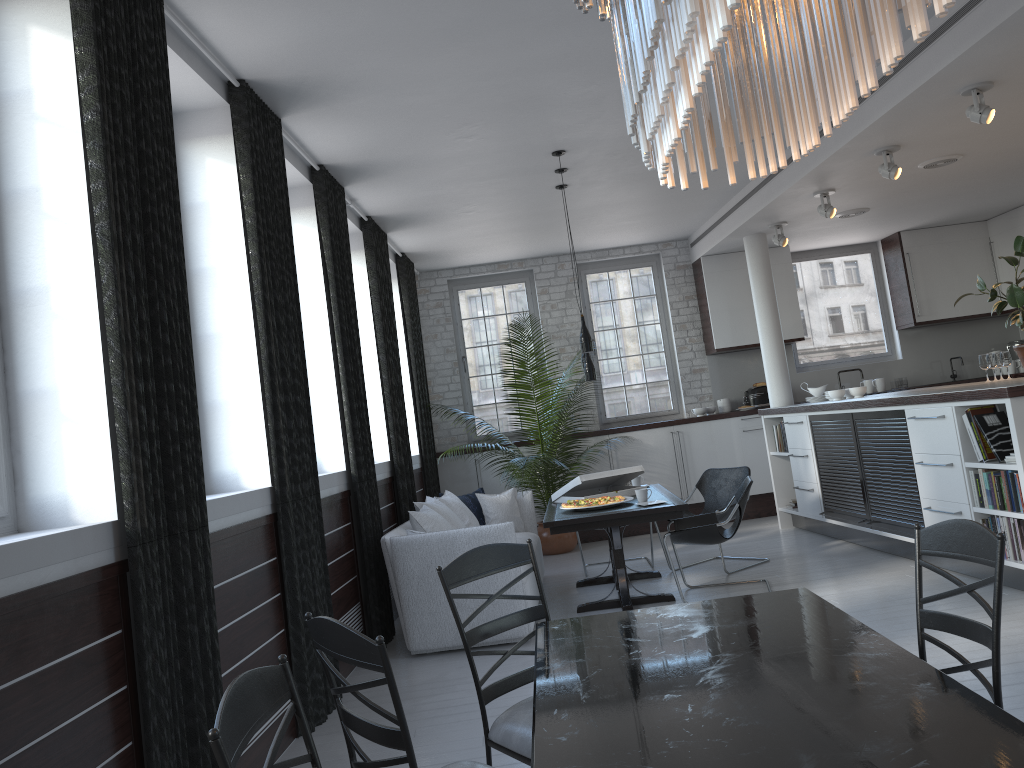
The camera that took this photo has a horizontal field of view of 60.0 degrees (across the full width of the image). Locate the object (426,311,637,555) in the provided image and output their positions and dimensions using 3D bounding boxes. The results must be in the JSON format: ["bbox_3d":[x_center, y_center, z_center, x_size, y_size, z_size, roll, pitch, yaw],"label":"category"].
[{"bbox_3d":[0.096,0.527,9.338,2.403,2.631,1.914,-3,-6,-45],"label":"object"}]

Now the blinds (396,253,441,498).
[{"bbox_3d":[-0.932,0.294,9.369,0.102,3.325,0.621,-8,-5,3],"label":"blinds"}]

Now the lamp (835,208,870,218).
[{"bbox_3d":[3.365,-1.686,8.767,0.329,0.025,0.327,-6,-3,-28],"label":"lamp"}]

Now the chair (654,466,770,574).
[{"bbox_3d":[1.632,1.113,7.276,0.665,0.780,0.668,-4,-5,-38],"label":"chair"}]

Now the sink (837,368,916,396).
[{"bbox_3d":[3.523,0.092,8.712,0.648,0.521,0.544,-8,-4,-3],"label":"sink"}]

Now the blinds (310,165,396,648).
[{"bbox_3d":[-1.092,0.152,6.230,0.099,3.325,0.621,-8,-5,3],"label":"blinds"}]

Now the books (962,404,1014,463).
[{"bbox_3d":[2.856,0.290,5.243,0.186,0.329,0.322,-7,-4,-3],"label":"books"}]

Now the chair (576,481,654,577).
[{"bbox_3d":[0.884,1.246,7.875,0.671,0.780,0.663,-8,-4,2],"label":"chair"}]

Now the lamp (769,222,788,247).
[{"bbox_3d":[2.670,-1.476,8.831,0.183,0.239,0.182,-8,-4,0],"label":"lamp"}]

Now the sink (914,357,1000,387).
[{"bbox_3d":[5.138,-0.103,10.263,0.916,0.415,0.432,-8,-4,-3],"label":"sink"}]

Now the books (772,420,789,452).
[{"bbox_3d":[2.738,0.486,8.623,0.253,0.324,0.508,-7,-4,-3],"label":"books"}]

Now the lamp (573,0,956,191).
[{"bbox_3d":[0.212,-1.154,1.082,0.440,1.631,1.269,-8,-4,2],"label":"lamp"}]

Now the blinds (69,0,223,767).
[{"bbox_3d":[-1.271,0.017,3.190,0.088,3.325,0.621,-8,-5,3],"label":"blinds"}]

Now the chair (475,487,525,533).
[{"bbox_3d":[-0.087,1.147,7.821,0.458,0.440,0.218,-5,-5,-34],"label":"chair"}]

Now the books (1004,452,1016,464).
[{"bbox_3d":[2.932,0.403,4.974,0.272,0.054,0.203,-7,-3,-8],"label":"books"}]

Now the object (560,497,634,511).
[{"bbox_3d":[0.606,0.865,6.321,0.532,0.042,0.530,-7,-3,-6],"label":"object"}]

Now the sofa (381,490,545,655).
[{"bbox_3d":[-0.282,1.348,6.773,0.920,0.773,2.650,-8,-3,4],"label":"sofa"}]

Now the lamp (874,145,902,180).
[{"bbox_3d":[2.779,-1.611,6.517,0.183,0.239,0.182,-8,-4,0],"label":"lamp"}]

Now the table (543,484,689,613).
[{"bbox_3d":[0.787,1.236,6.746,0.958,0.705,1.913,-8,-3,3],"label":"table"}]

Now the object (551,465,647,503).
[{"bbox_3d":[0.688,0.802,7.096,0.592,0.216,0.585,-6,-4,-24],"label":"object"}]

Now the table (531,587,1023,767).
[{"bbox_3d":[0.531,1.020,1.876,0.891,0.699,1.991,-8,-3,2],"label":"table"}]

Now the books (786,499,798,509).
[{"bbox_3d":[2.846,1.029,8.592,0.293,0.325,0.471,-7,-4,-6],"label":"books"}]

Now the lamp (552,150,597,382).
[{"bbox_3d":[0.487,-0.940,6.950,0.114,1.859,1.052,-8,-5,4],"label":"lamp"}]

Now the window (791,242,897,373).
[{"bbox_3d":[3.905,-0.928,10.713,1.299,1.463,0.132,-7,-5,-3],"label":"window"}]

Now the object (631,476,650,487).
[{"bbox_3d":[1.055,0.833,7.512,0.204,0.099,0.175,-8,-4,2],"label":"object"}]

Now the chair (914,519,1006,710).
[{"bbox_3d":[0.968,0.850,2.159,0.503,0.968,0.494,-7,-5,-3],"label":"chair"}]

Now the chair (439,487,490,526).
[{"bbox_3d":[-0.415,1.162,7.741,0.332,0.500,0.624,-11,-5,37],"label":"chair"}]

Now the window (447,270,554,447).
[{"bbox_3d":[-0.129,-0.312,10.463,1.034,1.998,0.132,-7,-5,-3],"label":"window"}]

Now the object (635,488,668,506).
[{"bbox_3d":[0.935,0.777,6.099,0.176,0.097,0.300,-7,-3,-13],"label":"object"}]

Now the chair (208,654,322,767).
[{"bbox_3d":[-0.189,0.977,1.586,0.503,0.968,0.495,-8,-5,1],"label":"chair"}]

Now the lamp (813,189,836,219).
[{"bbox_3d":[2.724,-1.544,7.674,0.183,0.239,0.182,-8,-4,0],"label":"lamp"}]

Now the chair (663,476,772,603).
[{"bbox_3d":[1.423,1.088,6.253,0.664,0.780,0.669,-9,-4,12],"label":"chair"}]

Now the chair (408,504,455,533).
[{"bbox_3d":[-0.523,1.083,6.342,0.360,0.438,0.528,-8,-4,5],"label":"chair"}]

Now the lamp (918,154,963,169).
[{"bbox_3d":[3.442,-1.782,7.124,0.328,0.025,0.327,-8,-3,2],"label":"lamp"}]

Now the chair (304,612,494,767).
[{"bbox_3d":[-0.181,1.008,2.198,0.504,0.968,0.494,-4,-6,-36],"label":"chair"}]

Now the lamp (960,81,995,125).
[{"bbox_3d":[2.834,-1.679,5.361,0.183,0.239,0.182,-8,-4,0],"label":"lamp"}]

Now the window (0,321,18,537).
[{"bbox_3d":[-1.784,-0.516,2.492,0.133,1.998,1.030,-8,-5,3],"label":"window"}]

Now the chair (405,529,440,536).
[{"bbox_3d":[-0.496,1.132,5.795,0.234,0.396,0.465,-4,-5,-35],"label":"chair"}]

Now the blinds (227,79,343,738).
[{"bbox_3d":[-1.193,0.087,4.725,0.102,3.325,0.621,-8,-5,3],"label":"blinds"}]

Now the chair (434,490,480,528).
[{"bbox_3d":[-0.461,1.109,7.297,0.374,0.466,0.564,-8,-4,4],"label":"chair"}]

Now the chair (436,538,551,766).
[{"bbox_3d":[0.135,0.997,2.817,0.497,0.968,0.501,-4,-6,-40],"label":"chair"}]

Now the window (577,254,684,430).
[{"bbox_3d":[1.601,-0.630,15.091,8.138,6.090,9.116,-8,-4,-3],"label":"window"}]

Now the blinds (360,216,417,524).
[{"bbox_3d":[-1.000,0.221,7.798,0.111,3.325,0.737,-8,-5,3],"label":"blinds"}]

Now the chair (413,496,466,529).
[{"bbox_3d":[-0.495,1.110,6.813,0.392,0.507,0.595,-8,-4,4],"label":"chair"}]

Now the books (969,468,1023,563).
[{"bbox_3d":[3.036,0.585,5.115,0.492,0.800,0.538,-7,-5,-3],"label":"books"}]
